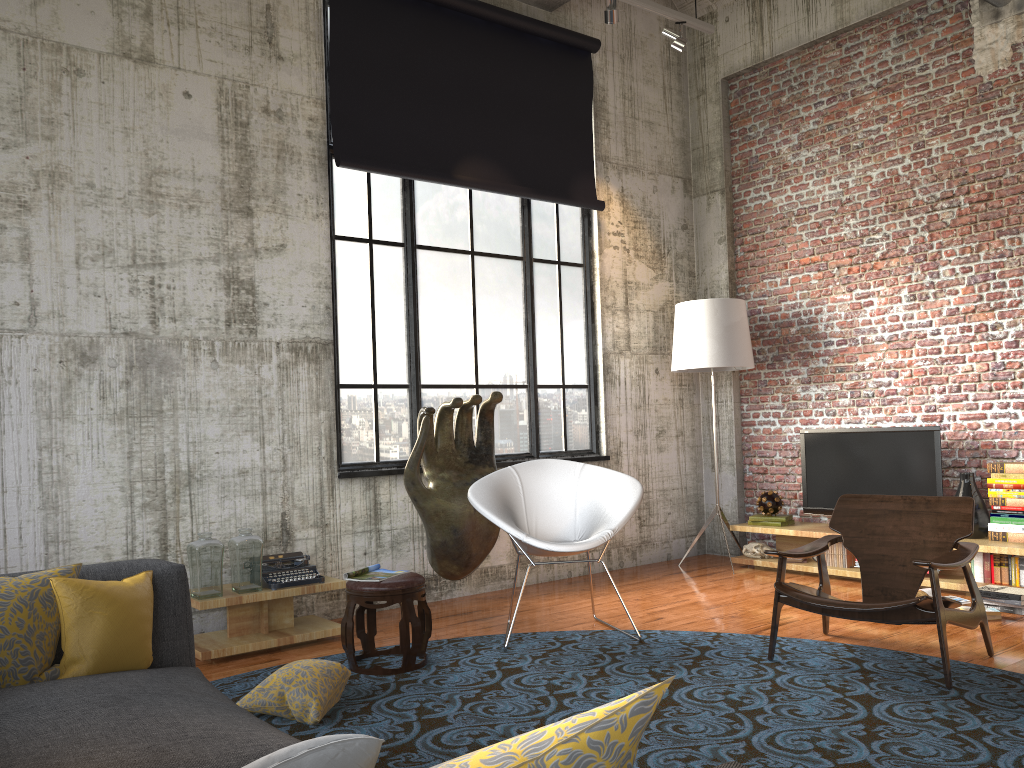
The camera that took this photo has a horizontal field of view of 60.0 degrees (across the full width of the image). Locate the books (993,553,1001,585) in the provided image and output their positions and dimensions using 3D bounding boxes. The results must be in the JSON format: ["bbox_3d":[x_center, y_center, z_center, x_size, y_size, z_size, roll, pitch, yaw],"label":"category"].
[{"bbox_3d":[3.294,1.236,5.959,0.151,0.208,0.039,-1,-2,-38],"label":"books"}]

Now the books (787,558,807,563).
[{"bbox_3d":[2.276,1.429,7.173,0.211,0.020,0.162,-3,-3,20],"label":"books"}]

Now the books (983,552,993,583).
[{"bbox_3d":[3.256,1.218,6.015,0.153,0.252,0.046,-1,-2,-38],"label":"books"}]

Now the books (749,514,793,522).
[{"bbox_3d":[2.173,1.122,7.432,0.302,0.037,0.243,-4,-3,32],"label":"books"}]

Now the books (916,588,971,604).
[{"bbox_3d":[2.719,1.394,5.815,0.300,0.049,0.423,-1,-3,-23],"label":"books"}]

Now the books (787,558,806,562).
[{"bbox_3d":[2.275,1.409,7.165,0.166,0.021,0.210,-3,-3,27],"label":"books"}]

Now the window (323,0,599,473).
[{"bbox_3d":[-0.305,-1.056,6.870,2.578,3.433,0.050,-1,-2,-38],"label":"window"}]

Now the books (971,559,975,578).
[{"bbox_3d":[3.196,1.253,6.085,0.140,0.193,0.023,-1,-2,-38],"label":"books"}]

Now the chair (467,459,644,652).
[{"bbox_3d":[0.277,0.974,5.285,1.057,1.030,0.807,-2,-2,1],"label":"chair"}]

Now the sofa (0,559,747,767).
[{"bbox_3d":[-0.914,0.931,1.657,1.362,0.860,3.007,0,-3,-36],"label":"sofa"}]

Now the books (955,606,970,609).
[{"bbox_3d":[2.800,1.409,5.532,0.189,0.012,0.133,0,-4,-40],"label":"books"}]

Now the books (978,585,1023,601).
[{"bbox_3d":[3.049,1.291,5.483,0.236,0.035,0.297,0,-3,-36],"label":"books"}]

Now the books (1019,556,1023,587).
[{"bbox_3d":[3.394,1.231,5.840,0.146,0.200,0.032,-1,-2,-38],"label":"books"}]

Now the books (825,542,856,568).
[{"bbox_3d":[2.542,1.308,6.884,0.173,0.218,0.232,-1,-2,-38],"label":"books"}]

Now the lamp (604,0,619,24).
[{"bbox_3d":[0.704,-2.645,6.271,0.102,0.251,0.165,-2,-2,7],"label":"lamp"}]

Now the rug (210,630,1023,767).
[{"bbox_3d":[0.300,1.374,2.928,4.847,0.009,4.850,-2,-3,8],"label":"rug"}]

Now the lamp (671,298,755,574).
[{"bbox_3d":[1.726,0.433,7.516,0.694,2.241,0.707,-2,-1,-15],"label":"lamp"}]

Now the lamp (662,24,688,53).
[{"bbox_3d":[1.262,-2.634,6.771,0.226,0.215,0.102,-2,-1,3],"label":"lamp"}]

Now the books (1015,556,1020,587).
[{"bbox_3d":[3.371,1.236,5.858,0.140,0.193,0.023,-1,-2,-38],"label":"books"}]

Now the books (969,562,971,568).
[{"bbox_3d":[3.178,1.243,6.101,0.138,0.217,0.022,-1,-2,-38],"label":"books"}]

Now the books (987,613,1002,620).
[{"bbox_3d":[2.815,1.389,5.320,0.182,0.030,0.129,-1,-3,-16],"label":"books"}]

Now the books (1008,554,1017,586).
[{"bbox_3d":[3.347,1.227,5.898,0.138,0.217,0.022,-1,-2,-38],"label":"books"}]

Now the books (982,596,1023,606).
[{"bbox_3d":[3.077,1.320,5.490,0.262,0.028,0.320,-1,-3,-28],"label":"books"}]

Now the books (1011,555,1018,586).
[{"bbox_3d":[3.355,1.237,5.875,0.140,0.193,0.024,-1,-2,-38],"label":"books"}]

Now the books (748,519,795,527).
[{"bbox_3d":[2.174,1.159,7.431,0.302,0.037,0.243,-5,-4,44],"label":"books"}]

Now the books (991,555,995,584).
[{"bbox_3d":[3.279,1.245,5.986,0.140,0.193,0.024,-1,-2,-38],"label":"books"}]

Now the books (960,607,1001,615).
[{"bbox_3d":[2.811,1.363,5.324,0.189,0.022,0.133,-3,-3,13],"label":"books"}]

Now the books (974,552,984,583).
[{"bbox_3d":[3.227,1.224,6.059,0.171,0.246,0.057,-1,-2,-38],"label":"books"}]

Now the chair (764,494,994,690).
[{"bbox_3d":[1.868,1.001,4.521,0.876,0.793,1.043,-4,-3,42],"label":"chair"}]

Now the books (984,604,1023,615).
[{"bbox_3d":[3.113,1.382,5.515,0.236,0.040,0.320,0,-3,-36],"label":"books"}]

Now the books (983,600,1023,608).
[{"bbox_3d":[3.099,1.349,5.519,0.236,0.028,0.300,0,-4,-40],"label":"books"}]

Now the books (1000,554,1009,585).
[{"bbox_3d":[3.324,1.231,5.926,0.148,0.213,0.049,-1,-2,-38],"label":"books"}]
